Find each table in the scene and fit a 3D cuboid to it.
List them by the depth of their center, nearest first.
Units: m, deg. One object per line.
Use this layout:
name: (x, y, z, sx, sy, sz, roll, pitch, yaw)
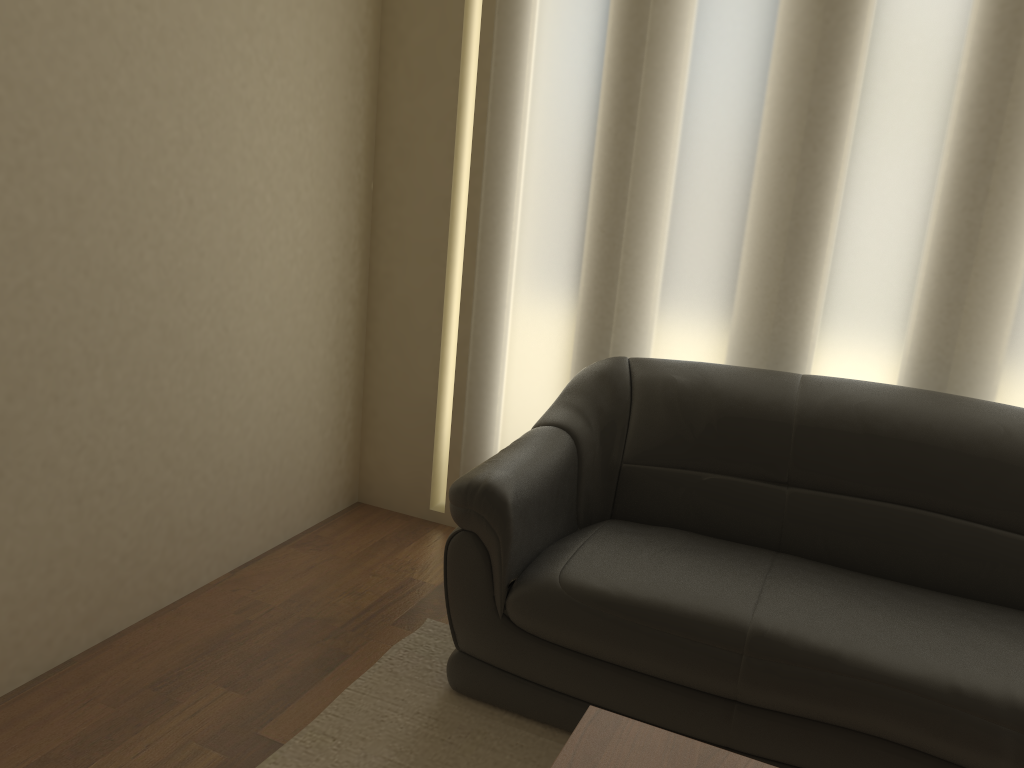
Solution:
table: (0.468, 1.051, 1.058, 1.213, 0.482, 1.045, 11, 15, 22)

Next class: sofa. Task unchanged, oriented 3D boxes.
sofa: (1.038, 0.536, 2.372, 2.337, 0.918, 0.944, 11, 15, 22)

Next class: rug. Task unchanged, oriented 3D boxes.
rug: (0.853, 1.314, 1.134, 3.592, 0.011, 2.482, 11, 15, 22)

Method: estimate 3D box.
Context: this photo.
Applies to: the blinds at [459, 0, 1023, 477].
blinds: (1.175, -0.480, 2.749, 2.830, 2.453, 0.002, 11, 15, 22)
